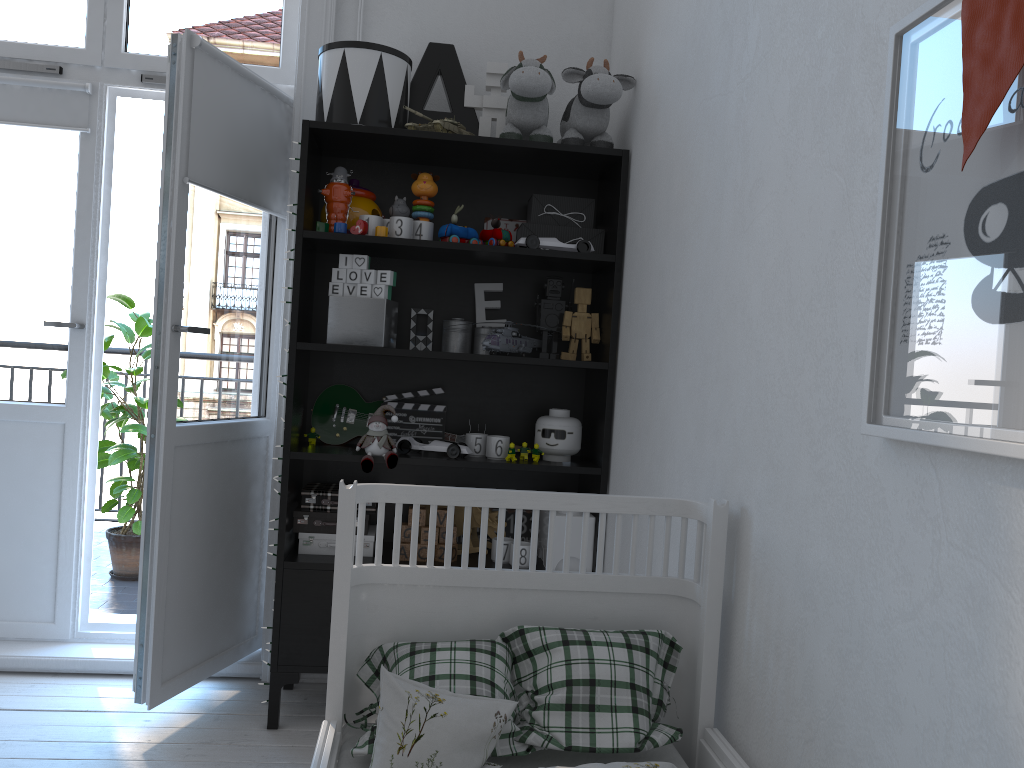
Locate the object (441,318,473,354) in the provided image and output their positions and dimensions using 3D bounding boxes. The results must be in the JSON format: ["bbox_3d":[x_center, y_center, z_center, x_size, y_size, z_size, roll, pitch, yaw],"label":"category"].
[{"bbox_3d":[-0.170,-0.147,2.736,0.095,0.110,0.095,4,1,-2],"label":"object"}]

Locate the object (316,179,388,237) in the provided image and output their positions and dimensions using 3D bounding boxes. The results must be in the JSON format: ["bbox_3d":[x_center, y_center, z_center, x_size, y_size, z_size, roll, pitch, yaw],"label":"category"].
[{"bbox_3d":[-0.462,-0.513,2.595,0.197,0.197,0.318,3,1,-10],"label":"object"}]

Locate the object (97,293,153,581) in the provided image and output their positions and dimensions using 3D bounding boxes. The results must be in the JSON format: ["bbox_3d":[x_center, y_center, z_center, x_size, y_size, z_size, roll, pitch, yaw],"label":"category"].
[{"bbox_3d":[-1.685,0.225,3.904,0.720,1.225,0.489,4,1,4],"label":"object"}]

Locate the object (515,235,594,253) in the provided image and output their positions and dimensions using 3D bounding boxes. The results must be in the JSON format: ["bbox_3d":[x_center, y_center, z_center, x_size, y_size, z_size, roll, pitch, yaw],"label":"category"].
[{"bbox_3d":[0.123,-0.401,2.567,0.230,0.048,0.098,3,1,-16],"label":"object"}]

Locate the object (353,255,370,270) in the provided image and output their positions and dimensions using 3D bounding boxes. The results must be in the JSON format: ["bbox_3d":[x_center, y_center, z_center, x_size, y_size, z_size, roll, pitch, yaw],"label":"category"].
[{"bbox_3d":[-0.426,-0.343,2.511,0.040,0.040,0.040,4,1,4],"label":"object"}]

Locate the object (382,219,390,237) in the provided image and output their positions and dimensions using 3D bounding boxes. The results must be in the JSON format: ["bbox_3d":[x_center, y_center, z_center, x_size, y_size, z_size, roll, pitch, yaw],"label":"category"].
[{"bbox_3d":[-0.356,-0.442,2.581,0.067,0.067,0.067,3,1,-32],"label":"object"}]

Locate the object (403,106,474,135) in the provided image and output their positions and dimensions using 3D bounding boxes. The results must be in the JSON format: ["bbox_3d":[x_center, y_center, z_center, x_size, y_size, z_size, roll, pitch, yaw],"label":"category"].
[{"bbox_3d":[-0.214,-0.749,2.570,0.121,0.100,0.338,4,1,29],"label":"object"}]

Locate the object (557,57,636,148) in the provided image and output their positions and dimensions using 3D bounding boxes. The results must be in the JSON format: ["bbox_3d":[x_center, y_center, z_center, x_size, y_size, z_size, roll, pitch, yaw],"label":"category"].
[{"bbox_3d":[0.197,-0.795,2.605,0.211,0.253,0.386,3,1,-23],"label":"object"}]

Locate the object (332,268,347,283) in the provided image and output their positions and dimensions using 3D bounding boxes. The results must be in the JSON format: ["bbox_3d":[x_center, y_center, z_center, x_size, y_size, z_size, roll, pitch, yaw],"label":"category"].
[{"bbox_3d":[-0.487,-0.307,2.521,0.040,0.040,0.040,4,1,4],"label":"object"}]

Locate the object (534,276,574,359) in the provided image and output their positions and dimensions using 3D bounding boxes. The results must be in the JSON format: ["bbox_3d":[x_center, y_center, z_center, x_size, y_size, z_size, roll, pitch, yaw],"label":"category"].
[{"bbox_3d":[0.125,-0.202,2.700,0.117,0.259,0.081,4,1,-6],"label":"object"}]

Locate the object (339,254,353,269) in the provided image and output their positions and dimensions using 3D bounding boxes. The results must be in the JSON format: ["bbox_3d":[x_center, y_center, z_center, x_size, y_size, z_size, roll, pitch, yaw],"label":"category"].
[{"bbox_3d":[-0.468,-0.346,2.518,0.040,0.040,0.040,4,1,-1],"label":"object"}]

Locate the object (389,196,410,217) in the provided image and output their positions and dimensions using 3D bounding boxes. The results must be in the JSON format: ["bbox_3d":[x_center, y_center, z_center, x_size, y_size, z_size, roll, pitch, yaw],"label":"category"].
[{"bbox_3d":[-0.342,-0.489,2.685,0.063,0.160,0.063,3,1,-28],"label":"object"}]

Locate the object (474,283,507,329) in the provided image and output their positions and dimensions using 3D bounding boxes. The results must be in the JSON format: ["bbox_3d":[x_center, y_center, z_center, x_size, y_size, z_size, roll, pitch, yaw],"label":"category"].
[{"bbox_3d":[-0.068,-0.246,2.787,0.107,0.151,0.055,4,1,-6],"label":"object"}]

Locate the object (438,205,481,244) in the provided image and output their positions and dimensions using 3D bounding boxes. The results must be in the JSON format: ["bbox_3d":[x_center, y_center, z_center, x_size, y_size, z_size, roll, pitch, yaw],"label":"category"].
[{"bbox_3d":[-0.151,-0.457,2.583,0.121,0.126,0.087,3,1,-29],"label":"object"}]

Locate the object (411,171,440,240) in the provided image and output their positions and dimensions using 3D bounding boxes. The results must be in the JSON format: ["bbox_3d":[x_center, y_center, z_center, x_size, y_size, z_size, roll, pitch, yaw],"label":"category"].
[{"bbox_3d":[-0.257,-0.508,2.570,0.077,0.213,0.077,4,1,27],"label":"object"}]

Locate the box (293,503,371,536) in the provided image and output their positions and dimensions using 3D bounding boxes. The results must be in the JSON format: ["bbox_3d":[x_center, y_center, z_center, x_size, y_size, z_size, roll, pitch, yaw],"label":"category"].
[{"bbox_3d":[-0.530,0.400,2.633,0.215,0.062,0.179,4,1,-6],"label":"box"}]

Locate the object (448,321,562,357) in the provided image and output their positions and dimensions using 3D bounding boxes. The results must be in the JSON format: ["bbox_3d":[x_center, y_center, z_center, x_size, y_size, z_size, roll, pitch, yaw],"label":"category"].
[{"bbox_3d":[-0.008,-0.133,2.636,0.368,0.106,0.349,4,1,-5],"label":"object"}]

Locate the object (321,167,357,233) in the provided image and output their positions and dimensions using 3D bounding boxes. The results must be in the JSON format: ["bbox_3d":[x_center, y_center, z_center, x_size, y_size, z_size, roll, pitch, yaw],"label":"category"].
[{"bbox_3d":[-0.487,-0.518,2.522,0.105,0.203,0.072,4,1,1],"label":"object"}]

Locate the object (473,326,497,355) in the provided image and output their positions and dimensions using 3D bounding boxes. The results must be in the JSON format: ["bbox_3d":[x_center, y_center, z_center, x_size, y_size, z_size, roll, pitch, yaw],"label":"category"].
[{"bbox_3d":[-0.064,-0.131,2.663,0.078,0.091,0.246,3,1,-12],"label":"object"}]

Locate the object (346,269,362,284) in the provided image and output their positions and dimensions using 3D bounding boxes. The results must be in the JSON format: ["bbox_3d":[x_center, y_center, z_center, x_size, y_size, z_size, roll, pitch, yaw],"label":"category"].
[{"bbox_3d":[-0.442,-0.304,2.514,0.040,0.040,0.040,4,1,14],"label":"object"}]

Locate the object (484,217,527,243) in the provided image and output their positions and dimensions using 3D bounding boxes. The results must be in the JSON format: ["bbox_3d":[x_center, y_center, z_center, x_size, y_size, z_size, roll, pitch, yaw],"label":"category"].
[{"bbox_3d":[0.083,-0.451,2.808,0.347,0.132,0.037,4,1,-6],"label":"object"}]

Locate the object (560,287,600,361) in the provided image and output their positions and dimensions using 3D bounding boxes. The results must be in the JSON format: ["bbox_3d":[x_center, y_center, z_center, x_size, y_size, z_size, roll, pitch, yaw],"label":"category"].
[{"bbox_3d":[0.206,-0.177,2.647,0.114,0.221,0.052,4,1,-7],"label":"object"}]

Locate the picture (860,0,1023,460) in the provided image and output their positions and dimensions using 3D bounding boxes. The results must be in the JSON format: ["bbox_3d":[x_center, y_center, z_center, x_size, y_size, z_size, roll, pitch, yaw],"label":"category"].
[{"bbox_3d":[0.491,-0.176,0.725,0.030,0.493,0.703,4,1,-6],"label":"picture"}]

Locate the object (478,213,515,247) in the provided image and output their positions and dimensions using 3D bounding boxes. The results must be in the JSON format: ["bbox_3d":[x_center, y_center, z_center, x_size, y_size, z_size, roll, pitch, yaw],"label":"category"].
[{"bbox_3d":[-0.047,-0.451,2.637,0.087,0.112,0.122,3,1,-35],"label":"object"}]

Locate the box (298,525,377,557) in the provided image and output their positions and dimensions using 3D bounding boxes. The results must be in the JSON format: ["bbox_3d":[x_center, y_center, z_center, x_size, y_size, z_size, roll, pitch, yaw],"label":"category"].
[{"bbox_3d":[-0.516,0.462,2.637,0.215,0.062,0.179,4,1,-6],"label":"box"}]

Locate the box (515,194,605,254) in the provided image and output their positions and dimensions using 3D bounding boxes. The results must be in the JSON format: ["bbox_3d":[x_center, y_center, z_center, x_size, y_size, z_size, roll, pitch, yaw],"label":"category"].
[{"bbox_3d":[0.148,-0.473,2.708,0.251,0.189,0.179,4,1,-6],"label":"box"}]

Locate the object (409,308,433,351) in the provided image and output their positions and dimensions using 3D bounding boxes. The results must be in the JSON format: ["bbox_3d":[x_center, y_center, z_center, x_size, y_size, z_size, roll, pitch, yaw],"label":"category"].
[{"bbox_3d":[-0.281,-0.167,2.757,0.070,0.135,0.028,4,1,-7],"label":"object"}]

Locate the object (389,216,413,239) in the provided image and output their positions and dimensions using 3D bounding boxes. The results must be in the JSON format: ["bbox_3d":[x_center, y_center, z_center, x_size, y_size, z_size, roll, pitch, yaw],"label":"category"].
[{"bbox_3d":[-0.316,-0.438,2.527,0.067,0.067,0.067,4,1,-5],"label":"object"}]

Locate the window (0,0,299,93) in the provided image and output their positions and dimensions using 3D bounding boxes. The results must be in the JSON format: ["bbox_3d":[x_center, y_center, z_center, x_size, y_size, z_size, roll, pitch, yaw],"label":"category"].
[{"bbox_3d":[-1.295,-1.323,2.841,1.263,0.660,0.101,4,1,-6],"label":"window"}]

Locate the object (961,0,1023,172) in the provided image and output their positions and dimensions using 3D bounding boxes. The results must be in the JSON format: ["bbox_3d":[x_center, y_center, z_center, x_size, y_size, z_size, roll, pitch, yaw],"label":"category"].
[{"bbox_3d":[0.518,-0.370,0.558,0.058,0.415,0.904,4,1,-7],"label":"object"}]

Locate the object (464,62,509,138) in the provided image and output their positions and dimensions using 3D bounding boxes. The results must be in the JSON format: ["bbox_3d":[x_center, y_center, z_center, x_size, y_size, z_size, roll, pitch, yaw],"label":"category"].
[{"bbox_3d":[-0.054,-0.836,2.738,0.190,0.290,0.065,4,1,-1],"label":"object"}]

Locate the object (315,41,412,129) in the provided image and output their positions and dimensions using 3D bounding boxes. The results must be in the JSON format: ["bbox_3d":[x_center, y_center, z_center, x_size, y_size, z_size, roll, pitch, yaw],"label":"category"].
[{"bbox_3d":[-0.412,-0.842,2.655,0.272,0.259,0.395,4,1,22],"label":"object"}]

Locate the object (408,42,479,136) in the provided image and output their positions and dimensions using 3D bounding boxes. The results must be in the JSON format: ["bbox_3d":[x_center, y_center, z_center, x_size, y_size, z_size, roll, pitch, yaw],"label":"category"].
[{"bbox_3d":[-0.227,-0.874,2.749,0.343,0.344,0.057,4,1,-6],"label":"object"}]

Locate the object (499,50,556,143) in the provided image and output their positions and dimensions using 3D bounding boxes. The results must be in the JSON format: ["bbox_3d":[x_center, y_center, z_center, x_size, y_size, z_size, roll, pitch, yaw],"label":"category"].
[{"bbox_3d":[0.047,-0.805,2.584,0.154,0.253,0.370,4,1,2],"label":"object"}]

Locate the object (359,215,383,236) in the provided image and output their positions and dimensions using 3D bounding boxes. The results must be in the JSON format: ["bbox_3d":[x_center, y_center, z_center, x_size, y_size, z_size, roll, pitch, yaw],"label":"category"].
[{"bbox_3d":[-0.404,-0.444,2.532,0.067,0.067,0.067,4,1,-5],"label":"object"}]

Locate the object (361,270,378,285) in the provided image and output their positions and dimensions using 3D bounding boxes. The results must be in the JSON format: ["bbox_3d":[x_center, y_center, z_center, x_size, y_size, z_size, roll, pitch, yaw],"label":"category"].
[{"bbox_3d":[-0.397,-0.301,2.508,0.040,0.040,0.040,4,1,24],"label":"object"}]

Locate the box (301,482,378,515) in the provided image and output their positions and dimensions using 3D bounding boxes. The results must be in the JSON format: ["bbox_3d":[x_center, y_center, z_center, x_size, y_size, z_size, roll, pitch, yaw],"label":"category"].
[{"bbox_3d":[-0.508,0.340,2.635,0.215,0.062,0.179,4,1,-6],"label":"box"}]
